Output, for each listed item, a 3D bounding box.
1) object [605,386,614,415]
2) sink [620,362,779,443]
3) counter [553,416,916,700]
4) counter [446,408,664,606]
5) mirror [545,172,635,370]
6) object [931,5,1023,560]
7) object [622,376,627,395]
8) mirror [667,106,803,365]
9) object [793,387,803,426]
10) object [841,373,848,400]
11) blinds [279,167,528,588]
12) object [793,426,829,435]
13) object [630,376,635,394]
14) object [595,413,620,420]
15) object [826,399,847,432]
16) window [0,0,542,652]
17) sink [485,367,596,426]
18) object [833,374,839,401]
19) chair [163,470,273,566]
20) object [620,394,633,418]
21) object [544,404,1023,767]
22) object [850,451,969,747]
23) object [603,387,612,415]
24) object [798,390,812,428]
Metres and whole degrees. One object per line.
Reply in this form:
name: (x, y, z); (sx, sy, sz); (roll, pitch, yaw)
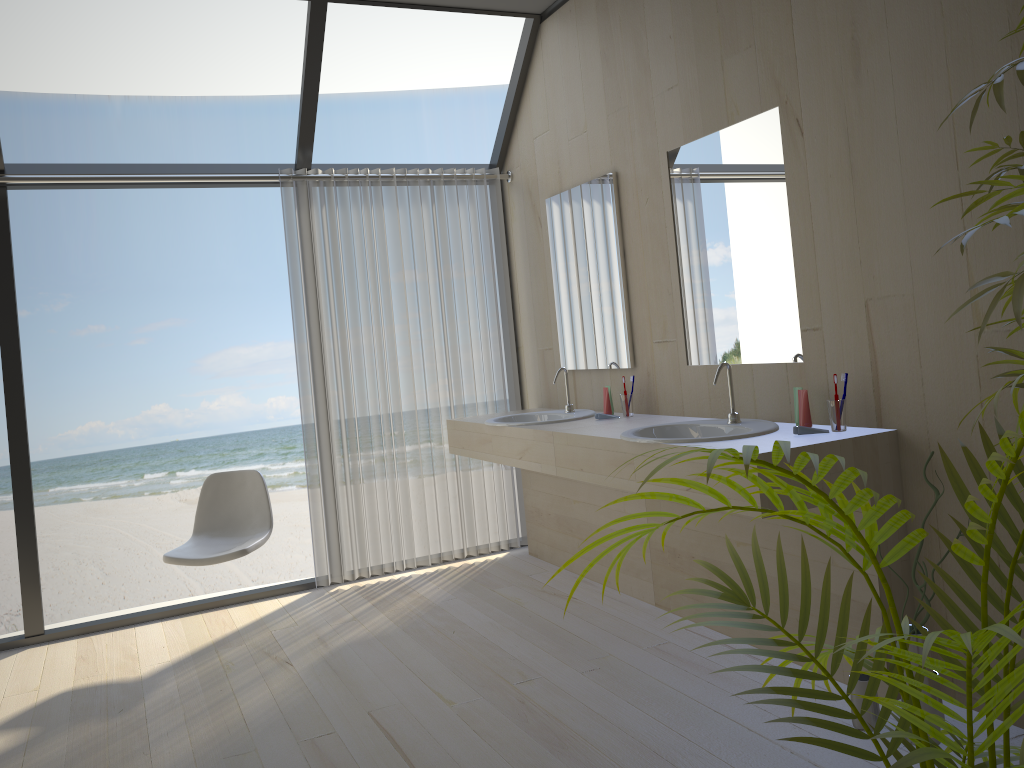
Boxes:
object: (0.436, 0.075, 3.980); (0.039, 0.135, 0.039); (-6, -1, 24)
sink: (0.629, 0.146, 3.013); (0.505, 0.419, 0.573); (-6, 1, -21)
counter: (0.697, 0.554, 3.058); (0.551, 0.791, 1.203); (-5, 1, -25)
counter: (0.195, 0.552, 4.153); (0.551, 0.791, 1.203); (-5, 1, -25)
mirror: (0.356, -0.504, 4.194); (0.023, 0.869, 0.652); (-5, 0, -25)
object: (1.144, 0.092, 1.454); (0.787, 1.758, 0.935); (-5, 0, 0)
object: (0.485, 0.055, 3.779); (0.012, 0.178, 0.050); (-6, -1, 15)
mirror: (0.811, -0.505, 3.265); (0.023, 0.869, 0.652); (-5, 0, -25)
object: (0.938, 0.078, 2.885); (0.039, 0.135, 0.039); (-5, -1, 17)
object: (1.010, 0.055, 2.712); (0.054, 0.175, 0.012); (-5, -1, 1)
blinds: (-0.528, -0.093, 4.617); (1.185, 2.072, 0.084); (-5, -1, -25)
object: (0.909, 0.139, 2.693); (0.104, 0.029, 0.033); (-5, 1, 16)
object: (0.508, 0.053, 3.807); (0.054, 0.175, 0.012); (-5, -1, 1)
object: (0.408, 0.136, 3.788); (0.104, 0.029, 0.033); (-5, 1, 16)
object: (0.998, 0.098, 2.712); (0.058, 0.100, 0.058); (-5, 0, -14)
window: (-1.944, -0.266, 3.769); (4.570, 2.815, 0.743); (-6, 0, -25)
sink: (0.128, 0.143, 4.109); (0.505, 0.419, 0.573); (-6, 1, -21)
object: (0.986, 0.058, 2.684); (0.012, 0.178, 0.050); (-6, -1, 15)
chair: (-1.268, 0.580, 3.856); (0.369, 0.347, 0.454); (-5, 1, 4)
object: (0.496, 0.095, 3.807); (0.058, 0.100, 0.058); (-5, 0, -18)
object: (0.511, 0.455, 1.099); (0.915, 1.158, 0.751); (-5, 0, 9)
object: (1.109, 0.561, 2.436); (0.408, 0.749, 0.273); (-5, 0, -37)
object: (0.415, 0.082, 3.868); (0.039, 0.135, 0.039); (-6, -1, 24)
object: (0.916, 0.085, 2.773); (0.039, 0.135, 0.039); (-5, -1, 17)
